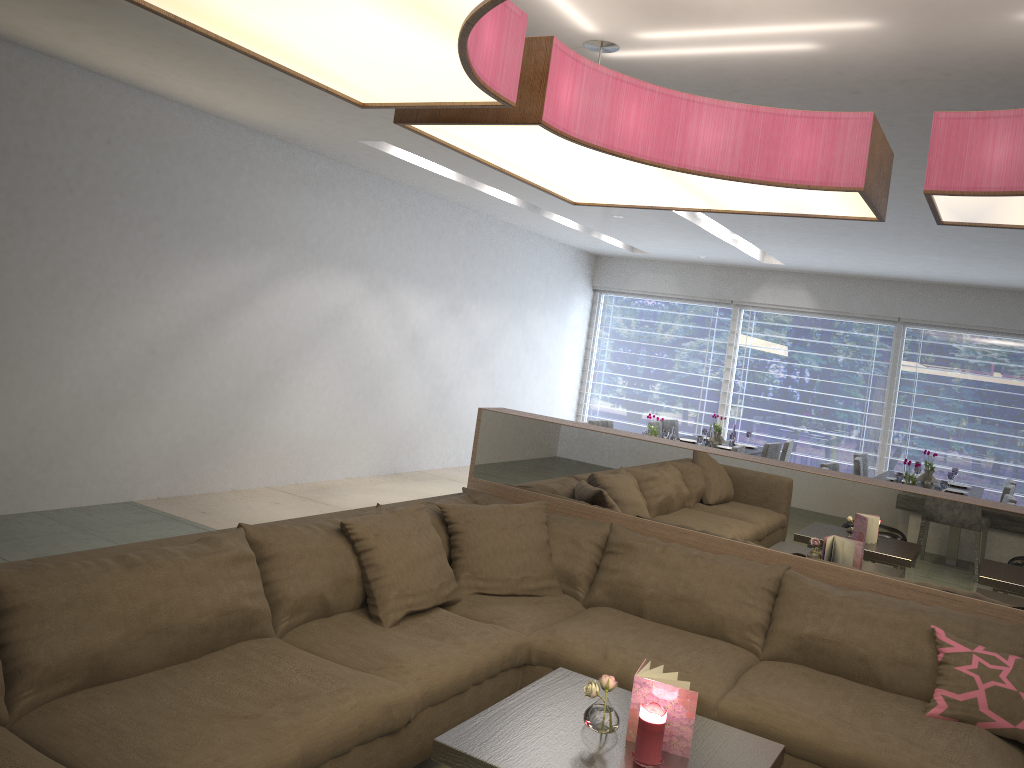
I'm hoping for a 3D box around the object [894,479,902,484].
[{"bbox_3d":[2.550,0.706,5.861,0.053,0.139,0.053,8,-1,-12],"label":"object"}]

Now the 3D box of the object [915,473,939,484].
[{"bbox_3d":[3.464,0.774,7.368,0.203,0.100,0.070,8,0,0],"label":"object"}]

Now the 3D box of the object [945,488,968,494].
[{"bbox_3d":[3.463,0.839,6.939,0.218,0.015,0.216,10,4,30],"label":"object"}]

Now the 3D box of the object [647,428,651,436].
[{"bbox_3d":[0.990,0.421,6.471,0.052,0.201,0.052,8,-1,-18],"label":"object"}]

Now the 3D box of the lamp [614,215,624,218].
[{"bbox_3d":[0.913,-1.431,7.561,0.088,0.007,0.089,7,3,-15],"label":"lamp"}]

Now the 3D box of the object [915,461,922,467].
[{"bbox_3d":[3.552,0.746,7.743,0.053,0.139,0.053,8,-1,-12],"label":"object"}]

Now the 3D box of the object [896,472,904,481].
[{"bbox_3d":[2.814,0.712,6.428,0.053,0.139,0.053,8,-1,-12],"label":"object"}]

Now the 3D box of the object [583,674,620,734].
[{"bbox_3d":[0.227,0.803,2.228,0.101,0.129,0.095,8,0,13],"label":"object"}]

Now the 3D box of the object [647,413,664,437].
[{"bbox_3d":[1.105,0.373,6.927,0.104,0.277,0.154,8,0,27],"label":"object"}]

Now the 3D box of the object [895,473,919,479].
[{"bbox_3d":[3.420,0.796,7.639,0.218,0.015,0.216,10,4,30],"label":"object"}]

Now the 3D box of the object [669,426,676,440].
[{"bbox_3d":[1.265,0.434,6.954,0.052,0.201,0.052,8,-1,-18],"label":"object"}]

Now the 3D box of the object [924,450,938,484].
[{"bbox_3d":[3.448,0.686,7.312,0.104,0.277,0.154,8,0,27],"label":"object"}]

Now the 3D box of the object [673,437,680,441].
[{"bbox_3d":[1.237,0.475,6.681,0.053,0.139,0.053,8,-1,-12],"label":"object"}]

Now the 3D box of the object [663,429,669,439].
[{"bbox_3d":[1.271,0.444,7.327,0.053,0.139,0.053,8,-1,-12],"label":"object"}]

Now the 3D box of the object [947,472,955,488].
[{"bbox_3d":[3.518,0.776,7.097,0.053,0.139,0.053,8,-1,-18],"label":"object"}]

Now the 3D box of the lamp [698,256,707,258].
[{"bbox_3d":[2.064,-1.377,9.584,0.088,0.007,0.089,7,3,-15],"label":"lamp"}]

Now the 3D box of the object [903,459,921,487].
[{"bbox_3d":[2.700,0.650,5.998,0.104,0.277,0.154,8,0,27],"label":"object"}]

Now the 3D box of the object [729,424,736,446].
[{"bbox_3d":[2.068,0.477,8.260,0.052,0.201,0.052,8,-1,-6],"label":"object"}]

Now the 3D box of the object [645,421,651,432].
[{"bbox_3d":[1.088,0.401,7.095,0.052,0.201,0.052,8,-1,-18],"label":"object"}]

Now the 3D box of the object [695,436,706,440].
[{"bbox_3d":[1.878,0.528,8.537,0.217,0.015,0.217,9,3,8],"label":"object"}]

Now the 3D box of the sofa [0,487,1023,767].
[{"bbox_3d":[0.568,1.018,1.755,3.784,0.676,3.166,10,3,30],"label":"sofa"}]

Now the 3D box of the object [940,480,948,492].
[{"bbox_3d":[3.065,0.756,6.282,0.053,0.139,0.053,8,-1,-12],"label":"object"}]

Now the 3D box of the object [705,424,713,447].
[{"bbox_3d":[1.737,0.456,7.784,0.052,0.201,0.052,8,-1,-6],"label":"object"}]

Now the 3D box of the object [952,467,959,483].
[{"bbox_3d":[3.802,0.790,7.597,0.053,0.139,0.053,8,-1,-18],"label":"object"}]

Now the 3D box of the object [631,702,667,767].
[{"bbox_3d":[0.326,0.824,2.081,0.075,0.128,0.075,8,0,2],"label":"object"}]

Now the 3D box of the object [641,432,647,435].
[{"bbox_3d":[1.007,0.438,6.760,0.053,0.139,0.053,8,-1,-12],"label":"object"}]

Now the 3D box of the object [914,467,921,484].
[{"bbox_3d":[3.288,0.739,7.175,0.053,0.139,0.053,8,-1,-12],"label":"object"}]

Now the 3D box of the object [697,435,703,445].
[{"bbox_3d":[1.521,0.488,7.181,0.053,0.139,0.053,8,-1,-12],"label":"object"}]

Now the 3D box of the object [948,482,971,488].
[{"bbox_3d":[3.751,0.853,7.446,0.218,0.015,0.216,10,4,30],"label":"object"}]

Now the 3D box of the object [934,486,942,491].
[{"bbox_3d":[2.780,0.743,5.782,0.053,0.139,0.053,8,-1,-12],"label":"object"}]

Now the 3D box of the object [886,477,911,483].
[{"bbox_3d":[3.132,0.782,7.132,0.218,0.015,0.216,10,4,30],"label":"object"}]

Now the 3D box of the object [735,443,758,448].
[{"bbox_3d":[2.209,0.585,8.344,0.217,0.015,0.217,9,3,8],"label":"object"}]

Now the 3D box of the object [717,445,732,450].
[{"bbox_3d":[1.921,0.572,7.838,0.217,0.015,0.217,9,3,8],"label":"object"}]
